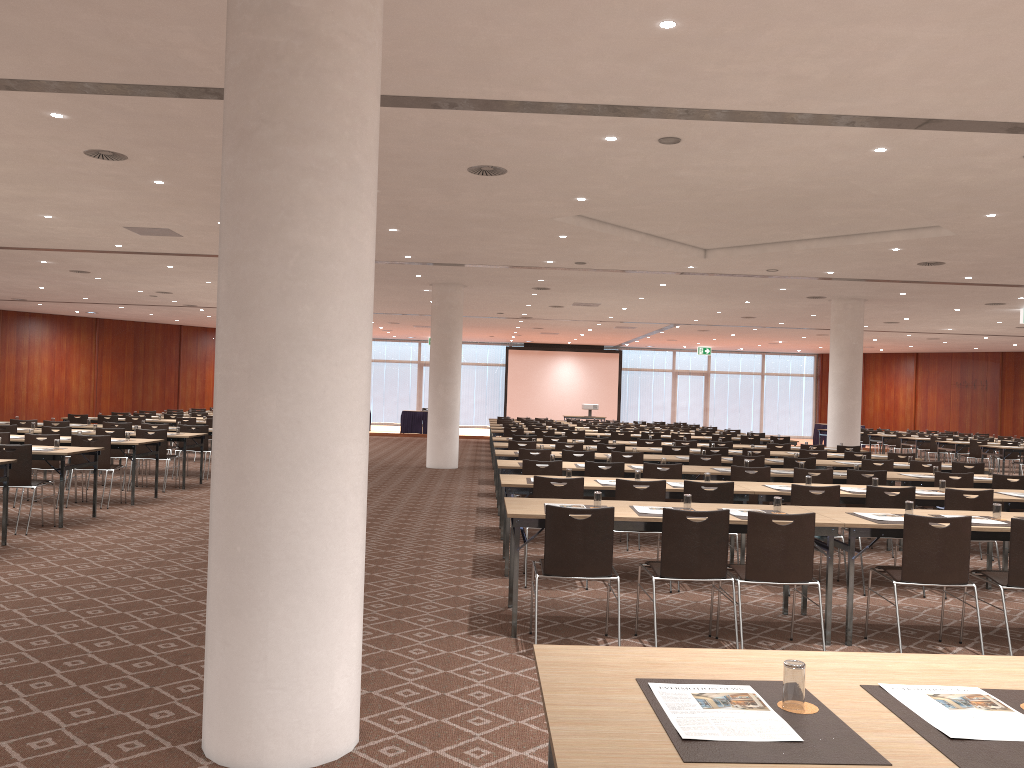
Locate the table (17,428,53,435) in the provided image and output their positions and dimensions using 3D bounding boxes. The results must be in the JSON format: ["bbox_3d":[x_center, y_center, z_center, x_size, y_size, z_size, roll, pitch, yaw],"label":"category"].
[{"bbox_3d":[-8.434,1.117,14.102,2.267,0.833,0.953,2,-1,-2],"label":"table"}]

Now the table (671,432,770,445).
[{"bbox_3d":[5.124,1.673,22.029,2.267,0.833,0.953,2,-1,-2],"label":"table"}]

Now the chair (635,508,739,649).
[{"bbox_3d":[1.144,1.262,5.799,0.535,0.939,0.614,2,0,-4],"label":"chair"}]

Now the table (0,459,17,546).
[{"bbox_3d":[-5.979,1.114,8.175,2.267,0.833,0.953,2,-1,-2],"label":"table"}]

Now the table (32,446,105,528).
[{"bbox_3d":[-6.041,1.140,10.175,2.267,0.833,0.953,2,-1,-2],"label":"table"}]

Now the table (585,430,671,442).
[{"bbox_3d":[2.856,1.597,21.958,2.267,0.833,0.953,2,-1,-2],"label":"table"}]

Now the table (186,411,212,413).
[{"bbox_3d":[-8.858,1.292,27.595,2.267,0.833,0.953,2,-1,-2],"label":"table"}]

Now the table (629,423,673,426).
[{"bbox_3d":[4.873,1.777,30.025,2.267,0.833,0.953,2,-1,-2],"label":"table"}]

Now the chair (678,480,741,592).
[{"bbox_3d":[1.684,1.308,7.816,0.535,0.939,0.614,2,0,-1],"label":"chair"}]

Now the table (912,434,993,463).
[{"bbox_3d":[14.034,2.053,28.311,2.267,0.833,0.953,2,-1,-2],"label":"table"}]

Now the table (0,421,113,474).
[{"bbox_3d":[-8.497,1.143,16.101,2.267,0.833,0.953,2,-1,-2],"label":"table"}]

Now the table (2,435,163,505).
[{"bbox_3d":[-6.104,1.166,12.174,2.267,0.833,0.953,2,-1,-2],"label":"table"}]

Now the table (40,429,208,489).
[{"bbox_3d":[-6.167,1.192,14.173,2.267,0.833,0.953,2,-1,-2],"label":"table"}]

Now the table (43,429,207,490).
[{"bbox_3d":[-6.167,1.192,14.173,2.267,0.833,0.953,2,-1,-2],"label":"table"}]

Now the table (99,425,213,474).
[{"bbox_3d":[-6.229,1.218,16.172,2.267,0.833,0.953,2,-1,-2],"label":"table"}]

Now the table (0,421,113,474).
[{"bbox_3d":[-8.497,1.143,16.101,2.267,0.833,0.953,2,-1,-2],"label":"table"}]

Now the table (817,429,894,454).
[{"bbox_3d":[11.704,2.004,30.239,2.267,0.833,0.953,2,-1,-2],"label":"table"}]

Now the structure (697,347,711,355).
[{"bbox_3d":[8.250,-1.415,38.067,0.587,0.346,0.105,2,0,-2],"label":"structure"}]

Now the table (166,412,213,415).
[{"bbox_3d":[-8.795,1.266,25.596,2.267,0.833,0.953,2,-1,-2],"label":"table"}]

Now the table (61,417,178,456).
[{"bbox_3d":[-8.607,1.188,19.599,2.267,0.833,0.953,2,-1,-2],"label":"table"}]

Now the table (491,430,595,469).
[{"bbox_3d":[0.651,1.496,19.888,2.267,0.833,0.953,2,-1,-2],"label":"table"}]

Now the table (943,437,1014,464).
[{"bbox_3d":[14.097,2.027,26.312,2.267,0.833,0.953,2,-1,-2],"label":"table"}]

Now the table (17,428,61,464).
[{"bbox_3d":[-8.434,1.117,14.102,2.267,0.833,0.953,2,-1,-2],"label":"table"}]

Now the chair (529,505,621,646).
[{"bbox_3d":[0.409,1.237,5.741,0.535,0.939,0.614,2,0,-2],"label":"chair"}]

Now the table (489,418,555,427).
[{"bbox_3d":[0.337,1.626,29.883,2.267,0.833,0.953,2,-1,-2],"label":"table"}]

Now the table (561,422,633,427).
[{"bbox_3d":[2.668,1.675,27.955,2.267,0.833,0.953,2,-1,-2],"label":"table"}]

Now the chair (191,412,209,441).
[{"bbox_3d":[-8.055,1.200,22.938,0.535,0.939,0.614,2,0,-4],"label":"chair"}]

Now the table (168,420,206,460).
[{"bbox_3d":[-6.339,1.264,19.670,2.267,0.833,0.953,2,-1,-2],"label":"table"}]

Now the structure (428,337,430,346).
[{"bbox_3d":[-3.254,-1.798,37.707,0.587,0.346,0.105,2,0,-2],"label":"structure"}]

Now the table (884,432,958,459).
[{"bbox_3d":[13.971,2.079,30.310,2.267,0.833,0.953,2,-1,-2],"label":"table"}]

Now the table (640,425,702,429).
[{"bbox_3d":[4.936,1.751,28.026,2.267,0.833,0.953,2,-1,-2],"label":"table"}]

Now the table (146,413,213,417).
[{"bbox_3d":[-8.732,1.240,23.597,2.267,0.833,0.953,2,-1,-2],"label":"table"}]

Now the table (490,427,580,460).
[{"bbox_3d":[0.588,1.522,21.887,2.267,0.833,0.953,2,-1,-2],"label":"table"}]

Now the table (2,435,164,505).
[{"bbox_3d":[-6.104,1.166,12.174,2.267,0.833,0.953,2,-1,-2],"label":"table"}]

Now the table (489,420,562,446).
[{"bbox_3d":[0.400,1.600,27.884,2.267,0.833,0.953,2,-1,-2],"label":"table"}]

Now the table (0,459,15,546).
[{"bbox_3d":[-5.979,1.114,8.175,2.267,0.833,0.953,2,-1,-2],"label":"table"}]

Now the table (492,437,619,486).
[{"bbox_3d":[0.761,1.451,16.390,2.267,0.833,0.953,2,-1,-2],"label":"table"}]

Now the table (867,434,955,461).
[{"bbox_3d":[11.829,1.952,26.241,2.267,0.833,0.953,2,-1,-2],"label":"table"}]

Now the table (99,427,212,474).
[{"bbox_3d":[-6.229,1.218,16.172,2.267,0.833,0.953,2,-1,-2],"label":"table"}]

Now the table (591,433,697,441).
[{"bbox_3d":[2.919,1.572,19.959,2.267,0.833,0.953,2,-1,-2],"label":"table"}]

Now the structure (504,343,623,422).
[{"bbox_3d":[2.256,-0.012,39.321,5.158,3.525,0.395,2,0,-2],"label":"structure"}]

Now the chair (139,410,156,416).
[{"bbox_3d":[-9.413,1.157,23.036,0.535,0.939,0.614,2,0,0],"label":"chair"}]

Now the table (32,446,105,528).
[{"bbox_3d":[-6.041,1.140,10.175,2.267,0.833,0.953,2,-1,-2],"label":"table"}]

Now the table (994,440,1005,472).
[{"bbox_3d":[14.159,2.001,24.313,2.267,0.833,0.953,2,-1,-2],"label":"table"}]

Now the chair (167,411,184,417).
[{"bbox_3d":[-8.686,1.180,23.000,0.535,0.939,0.614,2,0,0],"label":"chair"}]

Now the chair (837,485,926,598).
[{"bbox_3d":[3.294,1.362,7.909,0.535,0.939,0.614,2,0,-1],"label":"chair"}]

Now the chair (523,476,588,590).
[{"bbox_3d":[0.386,1.264,7.776,0.535,0.939,0.614,2,0,0],"label":"chair"}]

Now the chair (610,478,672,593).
[{"bbox_3d":[1.085,1.287,7.763,0.535,0.939,0.614,2,0,-2],"label":"chair"}]

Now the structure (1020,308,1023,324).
[{"bbox_3d":[11.912,-1.545,20.234,0.587,0.346,0.105,2,0,-2],"label":"structure"}]

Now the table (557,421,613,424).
[{"bbox_3d":[2.605,1.701,29.954,2.267,0.833,0.953,2,-1,-2],"label":"table"}]

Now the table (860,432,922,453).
[{"bbox_3d":[11.766,1.978,28.240,2.267,0.833,0.953,2,-1,-2],"label":"table"}]

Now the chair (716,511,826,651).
[{"bbox_3d":[1.687,1.279,5.781,0.535,0.939,0.614,2,0,-2],"label":"chair"}]

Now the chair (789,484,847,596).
[{"bbox_3d":[2.595,1.337,7.810,0.535,0.939,0.614,2,0,-4],"label":"chair"}]

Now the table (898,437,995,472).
[{"bbox_3d":[11.892,1.926,24.242,2.267,0.833,0.953,2,-1,-2],"label":"table"}]
